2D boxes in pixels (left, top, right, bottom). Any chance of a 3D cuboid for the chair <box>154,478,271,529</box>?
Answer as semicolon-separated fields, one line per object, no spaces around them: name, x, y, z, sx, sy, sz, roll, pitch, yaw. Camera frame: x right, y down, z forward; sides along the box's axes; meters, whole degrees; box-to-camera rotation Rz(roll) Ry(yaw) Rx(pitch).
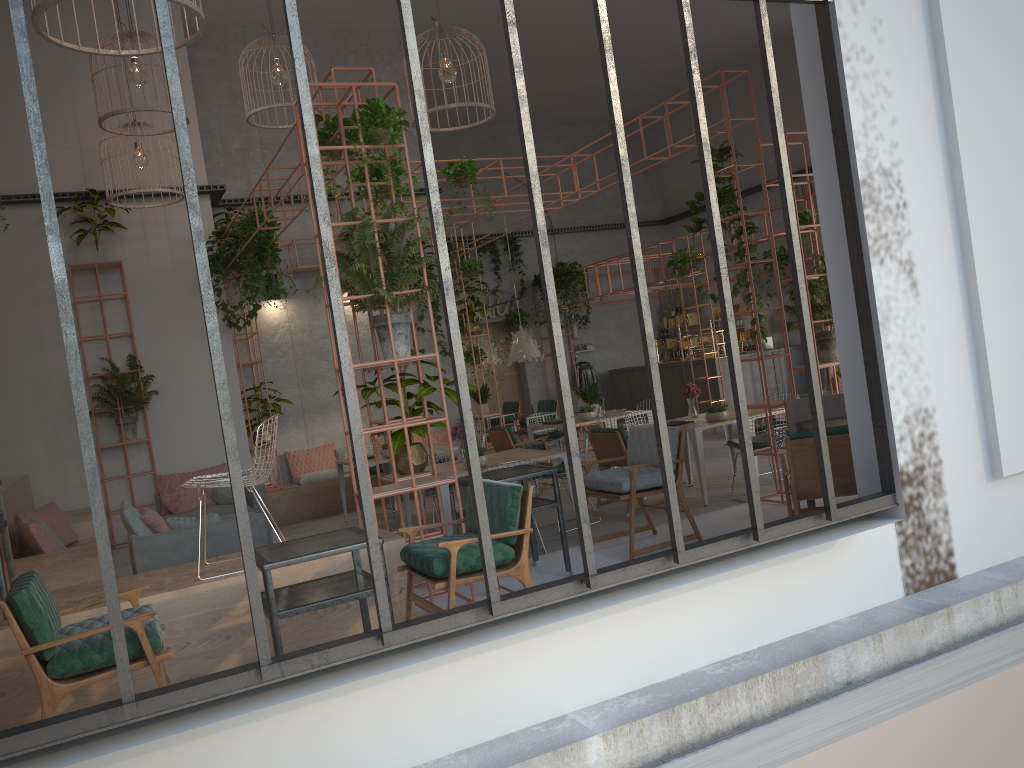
chair;-3.453;1.526;10.232;1.127;0.672;1.052;-9;2;-25

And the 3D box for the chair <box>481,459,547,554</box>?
chair;0.006;1.135;8.036;0.565;0.941;0.717;-9;2;-9

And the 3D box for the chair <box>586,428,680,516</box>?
chair;1.315;0.899;9.711;0.685;0.917;0.722;-9;2;-25

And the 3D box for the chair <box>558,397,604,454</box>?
chair;1.286;0.741;16.032;0.685;0.929;0.722;-9;2;-25

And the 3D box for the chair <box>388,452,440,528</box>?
chair;-1.140;1.240;10.517;0.565;0.941;0.717;-9;2;-9

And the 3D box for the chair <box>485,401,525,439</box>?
chair;-0.182;0.875;19.211;0.685;0.930;0.722;-9;2;-25

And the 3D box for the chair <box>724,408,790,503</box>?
chair;2.571;0.722;9.184;0.565;0.941;0.717;-9;2;-9

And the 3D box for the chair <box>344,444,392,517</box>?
chair;-1.925;1.312;12.198;0.565;0.941;0.717;-9;2;-24

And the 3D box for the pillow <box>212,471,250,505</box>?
pillow;-3.324;1.232;10.396;0.495;0.349;0.308;-8;2;25

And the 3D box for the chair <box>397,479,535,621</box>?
chair;-0.246;1.061;5.108;0.685;0.929;0.722;-9;2;-25

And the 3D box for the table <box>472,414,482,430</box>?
table;-1.012;1.077;18.835;0.635;0.798;0.602;-9;2;-25

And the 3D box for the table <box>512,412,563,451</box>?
table;0.458;0.943;15.651;0.635;0.798;0.602;-9;2;-25

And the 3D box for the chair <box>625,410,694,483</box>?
chair;1.786;0.794;10.865;0.565;0.941;0.717;-9;2;-24

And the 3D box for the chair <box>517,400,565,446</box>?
chair;0.544;0.809;17.638;0.685;0.930;0.722;-9;2;-25

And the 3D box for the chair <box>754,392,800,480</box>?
chair;3.073;0.613;10.449;0.717;0.941;0.565;-9;2;-29

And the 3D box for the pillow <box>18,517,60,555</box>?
pillow;-4.256;1.438;8.015;0.276;0.474;0.839;-10;2;-34

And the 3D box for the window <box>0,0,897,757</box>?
window;-0.268;-1.826;3.560;4.126;5.544;0.089;-9;2;-25

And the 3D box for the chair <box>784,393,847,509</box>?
chair;2.699;0.566;7.455;0.722;0.914;0.685;-8;2;15

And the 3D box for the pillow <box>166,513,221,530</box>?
pillow;-2.628;1.240;7.486;0.499;0.324;0.307;-8;2;10

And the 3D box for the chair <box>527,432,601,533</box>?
chair;0.507;1.026;9.300;0.717;0.941;0.565;-9;2;-29

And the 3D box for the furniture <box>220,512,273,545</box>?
furniture;-2.974;1.602;8.978;0.941;0.446;0.975;-9;2;-25

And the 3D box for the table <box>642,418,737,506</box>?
table;2.016;0.842;9.926;0.694;0.830;1.205;-9;2;-25

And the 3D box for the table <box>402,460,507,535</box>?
table;-0.551;1.243;8.777;0.694;0.830;1.205;-9;2;-25

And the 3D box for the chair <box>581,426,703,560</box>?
chair;0.966;0.831;6.962;0.685;0.929;0.722;-9;2;-25

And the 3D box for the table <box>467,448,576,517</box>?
table;0.070;1.143;9.072;0.694;0.830;1.214;-9;2;-25

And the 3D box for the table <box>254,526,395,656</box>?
table;-1.009;1.248;4.742;0.635;0.798;0.602;-9;2;-25

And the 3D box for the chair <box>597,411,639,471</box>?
chair;1.389;0.831;11.702;0.565;0.941;0.717;-9;2;-9

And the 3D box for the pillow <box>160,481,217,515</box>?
pillow;-3.749;1.319;10.257;0.479;0.317;0.441;-10;2;-43

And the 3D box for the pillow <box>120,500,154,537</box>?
pillow;-3.148;1.234;7.521;0.276;0.474;0.839;-9;2;-24

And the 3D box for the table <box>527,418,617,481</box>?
table;0.832;0.939;12.443;0.694;0.830;1.205;-9;2;-25

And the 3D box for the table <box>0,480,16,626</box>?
table;-3.250;1.019;5.092;0.635;0.798;0.602;-9;2;-25

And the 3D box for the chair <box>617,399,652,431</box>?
chair;1.891;0.722;12.967;0.717;0.941;0.565;-9;2;-29

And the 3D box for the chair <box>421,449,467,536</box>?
chair;-0.779;1.207;9.717;0.565;0.941;0.717;-9;2;-24

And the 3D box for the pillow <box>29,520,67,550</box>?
pillow;-4.512;1.507;8.635;0.289;0.385;0.666;-9;2;-29

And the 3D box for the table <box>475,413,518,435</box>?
table;-0.277;1.010;17.243;0.635;0.798;0.602;-9;2;-25

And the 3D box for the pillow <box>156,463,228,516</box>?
pillow;-3.764;1.247;10.548;0.836;0.476;0.273;-9;2;-24

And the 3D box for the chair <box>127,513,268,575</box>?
chair;-2.702;1.440;7.630;1.056;0.586;1.127;-9;2;-25

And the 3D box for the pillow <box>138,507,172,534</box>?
pillow;-3.003;1.244;7.573;0.289;0.385;0.666;-9;2;-24

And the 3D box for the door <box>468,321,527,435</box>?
door;-0.533;-0.057;21.083;1.360;2.729;0.551;-9;2;-25

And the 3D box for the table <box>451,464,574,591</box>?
table;-0.013;1.053;6.510;0.635;0.798;0.602;-9;2;-25

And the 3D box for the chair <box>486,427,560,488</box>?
chair;0.134;1.008;12.229;0.685;0.917;0.722;-9;2;-25

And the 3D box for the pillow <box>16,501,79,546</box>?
pillow;-4.792;1.487;9.177;0.276;0.474;0.839;-9;2;-4

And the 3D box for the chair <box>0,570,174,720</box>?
chair;-2.004;1.345;4.284;0.685;0.929;0.722;-9;2;-25

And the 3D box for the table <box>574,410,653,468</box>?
table;1.455;0.838;12.740;0.694;0.830;1.214;-9;2;-25

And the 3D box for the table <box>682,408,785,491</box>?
table;2.639;0.741;10.222;0.694;0.830;1.214;-9;2;-25

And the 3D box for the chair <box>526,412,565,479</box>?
chair;0.604;0.903;13.383;0.565;0.941;0.717;-9;2;-24

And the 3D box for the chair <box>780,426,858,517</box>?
chair;2.122;0.699;5.641;0.722;0.917;0.685;-8;2;15

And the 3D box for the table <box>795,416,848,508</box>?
table;2.497;0.675;6.635;0.602;0.798;0.635;-8;2;15

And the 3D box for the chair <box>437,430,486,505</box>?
chair;-0.639;1.131;11.781;0.717;0.941;0.565;-9;2;-29

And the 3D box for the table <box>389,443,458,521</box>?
table;-1.074;1.247;11.554;0.694;0.830;1.214;-9;2;-25

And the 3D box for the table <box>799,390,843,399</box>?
table;5.469;0.374;15.383;0.520;0.455;0.916;-9;2;-25

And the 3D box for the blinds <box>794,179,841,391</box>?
blinds;7.021;-1.997;16.002;0.414;4.389;4.957;-9;2;-24

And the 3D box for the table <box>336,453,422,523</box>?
table;-1.697;1.348;11.258;0.694;0.830;1.205;-9;2;-25

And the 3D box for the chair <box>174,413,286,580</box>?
chair;-1.804;0.712;5.757;0.717;0.941;0.565;-9;2;-16

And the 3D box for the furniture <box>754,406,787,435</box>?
furniture;4.427;0.545;14.851;0.941;0.446;0.976;-9;2;-25
